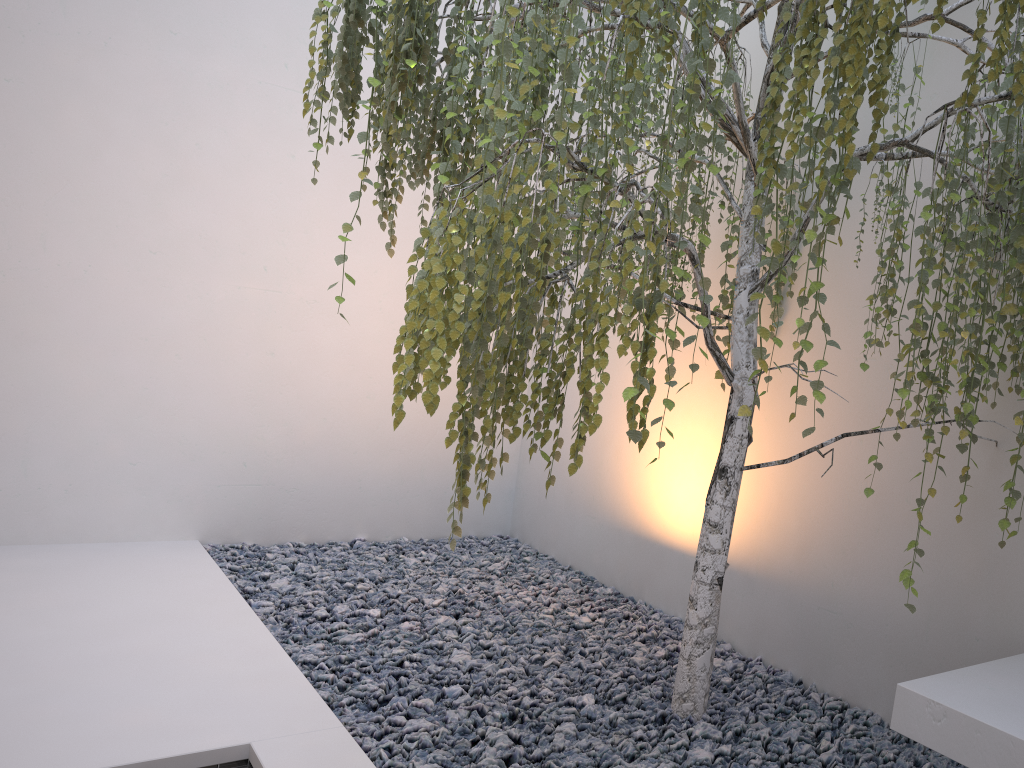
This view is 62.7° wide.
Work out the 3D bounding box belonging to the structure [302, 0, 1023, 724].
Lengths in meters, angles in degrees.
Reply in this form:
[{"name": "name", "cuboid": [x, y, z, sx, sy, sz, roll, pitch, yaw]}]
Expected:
[{"name": "structure", "cuboid": [0.533, -0.974, 2.237, 2.036, 4.000, 2.073, 3, 5, -38]}]
